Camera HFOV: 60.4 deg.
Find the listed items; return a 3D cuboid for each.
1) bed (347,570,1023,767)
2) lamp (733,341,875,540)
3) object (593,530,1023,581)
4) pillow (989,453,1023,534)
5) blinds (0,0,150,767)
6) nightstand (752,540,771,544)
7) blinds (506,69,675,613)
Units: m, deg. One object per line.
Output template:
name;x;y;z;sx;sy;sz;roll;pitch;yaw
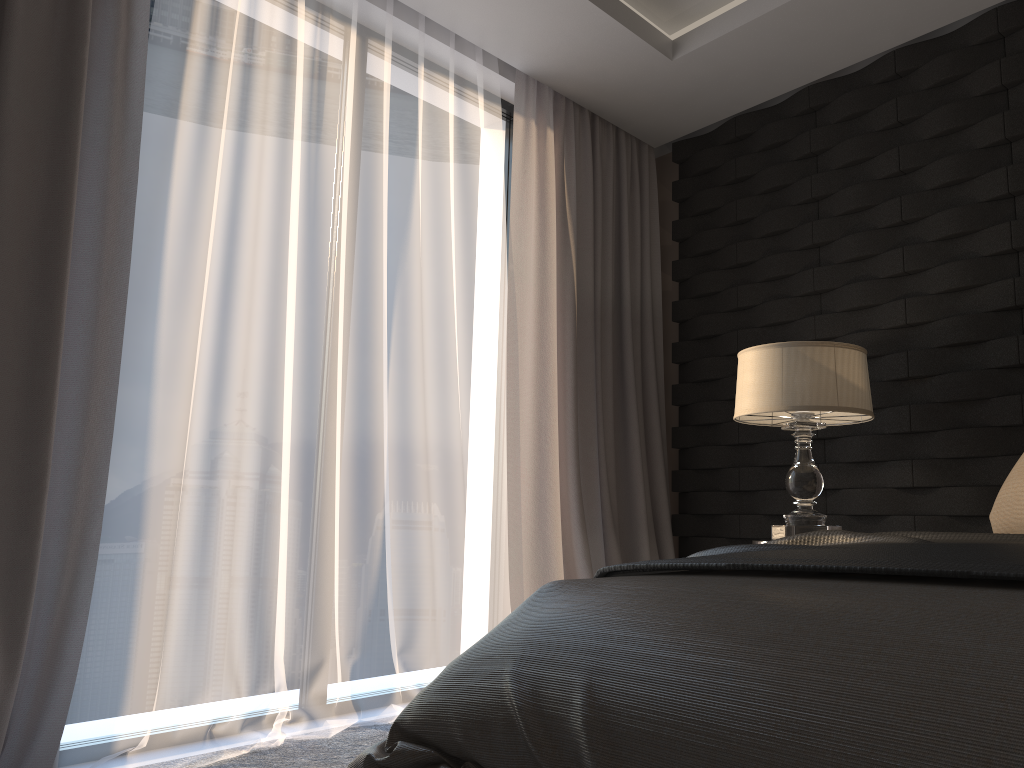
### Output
bed;1.253;0.581;1.357;2.417;0.625;2.166;8;-11;-38
lamp;0.981;0.208;2.962;0.473;0.632;0.458;3;-9;-6
object;0.888;0.353;1.087;0.652;0.323;1.939;8;-11;-38
pillow;1.566;0.079;1.735;0.948;0.519;1.189;8;-11;-37
blinds;-1.308;-0.394;1.858;0.338;2.647;1.107;-7;-13;43
nightstand;0.968;0.817;2.850;0.575;0.604;0.525;6;-10;-26
blinds;0.414;-0.081;3.770;0.322;2.646;1.054;-7;-12;42
